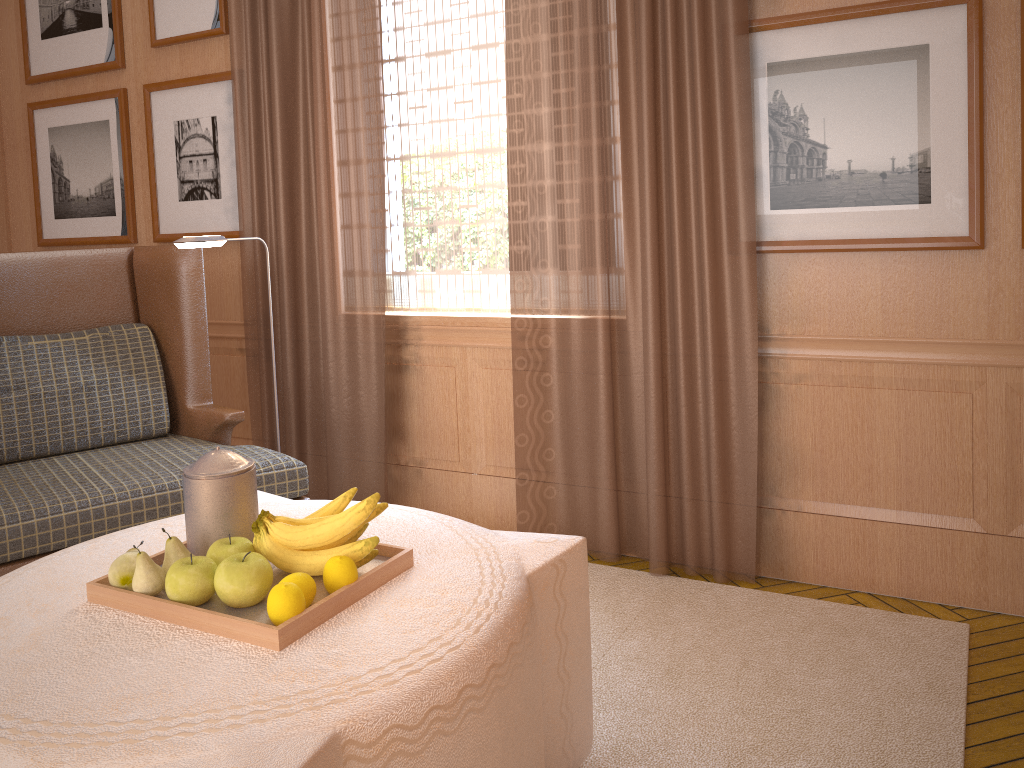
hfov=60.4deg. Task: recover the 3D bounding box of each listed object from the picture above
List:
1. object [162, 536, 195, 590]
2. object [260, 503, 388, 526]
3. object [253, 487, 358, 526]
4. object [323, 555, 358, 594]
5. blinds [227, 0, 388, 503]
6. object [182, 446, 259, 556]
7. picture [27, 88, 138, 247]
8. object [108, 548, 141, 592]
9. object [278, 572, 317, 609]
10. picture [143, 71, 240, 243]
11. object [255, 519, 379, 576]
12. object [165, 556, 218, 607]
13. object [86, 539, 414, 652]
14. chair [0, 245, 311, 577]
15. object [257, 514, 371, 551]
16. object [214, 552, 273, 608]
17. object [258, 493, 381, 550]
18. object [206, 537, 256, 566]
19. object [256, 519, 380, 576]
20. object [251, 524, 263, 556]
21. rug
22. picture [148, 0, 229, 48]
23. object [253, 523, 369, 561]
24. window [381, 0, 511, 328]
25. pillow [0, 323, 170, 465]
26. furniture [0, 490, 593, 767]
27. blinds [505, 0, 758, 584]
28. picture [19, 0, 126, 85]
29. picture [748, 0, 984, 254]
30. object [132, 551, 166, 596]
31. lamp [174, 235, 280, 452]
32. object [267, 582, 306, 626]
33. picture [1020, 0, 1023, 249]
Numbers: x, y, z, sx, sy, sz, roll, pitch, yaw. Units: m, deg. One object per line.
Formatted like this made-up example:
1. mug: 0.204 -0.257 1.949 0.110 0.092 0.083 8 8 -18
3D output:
1. object: -1.063 0.576 2.824 0.130 0.195 0.131 -5 6 -25
2. object: -0.614 0.444 2.902 0.409 0.127 0.092 -5 6 -13
3. object: -0.702 0.454 2.955 0.378 0.158 0.104 -10 9 -38
4. object: -0.528 0.594 2.713 0.107 0.132 0.115 -4 7 -15
5. blinds: -1.405 -1.418 6.105 1.428 4.762 0.268 0 4 30
6. object: -0.994 0.407 3.011 0.234 0.389 0.237 -3 6 -5
7. picture: -3.639 -1.794 7.414 1.250 1.239 0.048 2 5 29
8. object: -1.230 0.597 2.819 0.134 0.127 0.195 -9 11 -41
9. object: -0.641 0.619 2.606 0.111 0.109 0.135 2 9 31
10. picture: -2.423 -1.722 6.757 1.050 1.239 0.048 1 5 29
11. object: -0.626 0.519 2.838 0.385 0.198 0.062 -3 4 -7
12. object: -0.971 0.602 2.675 0.156 0.133 0.161 3 9 32
13. object: -0.833 0.617 2.856 0.801 0.059 0.647 3 12 28
14. chair: -2.372 0.256 4.842 1.922 1.957 1.730 -8 8 -36
15. object: -0.629 0.470 2.858 0.376 0.171 0.065 -3 5 -5
16. object: -0.809 0.594 2.657 0.173 0.146 0.171 -4 8 -15
17. object: -0.616 0.436 2.789 0.404 0.168 0.071 -2 5 5
18. object: -0.904 0.570 2.832 0.156 0.133 0.161 3 9 32
19. object: -0.617 0.515 2.781 0.396 0.171 0.073 -2 5 4
20. object: -0.712 0.504 2.968 0.071 0.184 0.396 2 10 42
21. rug: -2.298 1.745 2.205 6.001 0.020 8.060 3 12 28
22. picture: -2.480 -3.084 6.669 0.805 0.950 0.048 1 5 29
23. object: -0.662 0.511 2.927 0.396 0.181 0.062 -8 7 -32
24. window: -0.148 -2.116 5.969 2.434 3.351 0.854 1 5 29
25. pillow: -2.637 0.041 5.184 1.081 0.701 0.541 -9 9 -36
26. furniture: -0.886 1.088 2.923 1.951 0.891 1.976 2 10 25
27. blinds: 0.640 -1.303 5.002 1.447 4.751 0.269 0 4 27
28. picture: -3.697 -3.186 7.324 1.250 1.239 0.048 2 5 29
29. picture: 1.720 -1.305 4.534 1.250 1.239 0.048 2 5 29
30. object: -1.124 0.583 2.722 0.098 0.147 0.098 -5 6 -25
31. lamp: -1.560 0.146 5.109 0.564 2.010 0.634 -3 4 -9
32. object: -0.643 0.632 2.509 0.107 0.132 0.115 -4 7 -15
33. picture: 2.956 -1.232 3.866 1.250 1.239 0.048 2 5 29
